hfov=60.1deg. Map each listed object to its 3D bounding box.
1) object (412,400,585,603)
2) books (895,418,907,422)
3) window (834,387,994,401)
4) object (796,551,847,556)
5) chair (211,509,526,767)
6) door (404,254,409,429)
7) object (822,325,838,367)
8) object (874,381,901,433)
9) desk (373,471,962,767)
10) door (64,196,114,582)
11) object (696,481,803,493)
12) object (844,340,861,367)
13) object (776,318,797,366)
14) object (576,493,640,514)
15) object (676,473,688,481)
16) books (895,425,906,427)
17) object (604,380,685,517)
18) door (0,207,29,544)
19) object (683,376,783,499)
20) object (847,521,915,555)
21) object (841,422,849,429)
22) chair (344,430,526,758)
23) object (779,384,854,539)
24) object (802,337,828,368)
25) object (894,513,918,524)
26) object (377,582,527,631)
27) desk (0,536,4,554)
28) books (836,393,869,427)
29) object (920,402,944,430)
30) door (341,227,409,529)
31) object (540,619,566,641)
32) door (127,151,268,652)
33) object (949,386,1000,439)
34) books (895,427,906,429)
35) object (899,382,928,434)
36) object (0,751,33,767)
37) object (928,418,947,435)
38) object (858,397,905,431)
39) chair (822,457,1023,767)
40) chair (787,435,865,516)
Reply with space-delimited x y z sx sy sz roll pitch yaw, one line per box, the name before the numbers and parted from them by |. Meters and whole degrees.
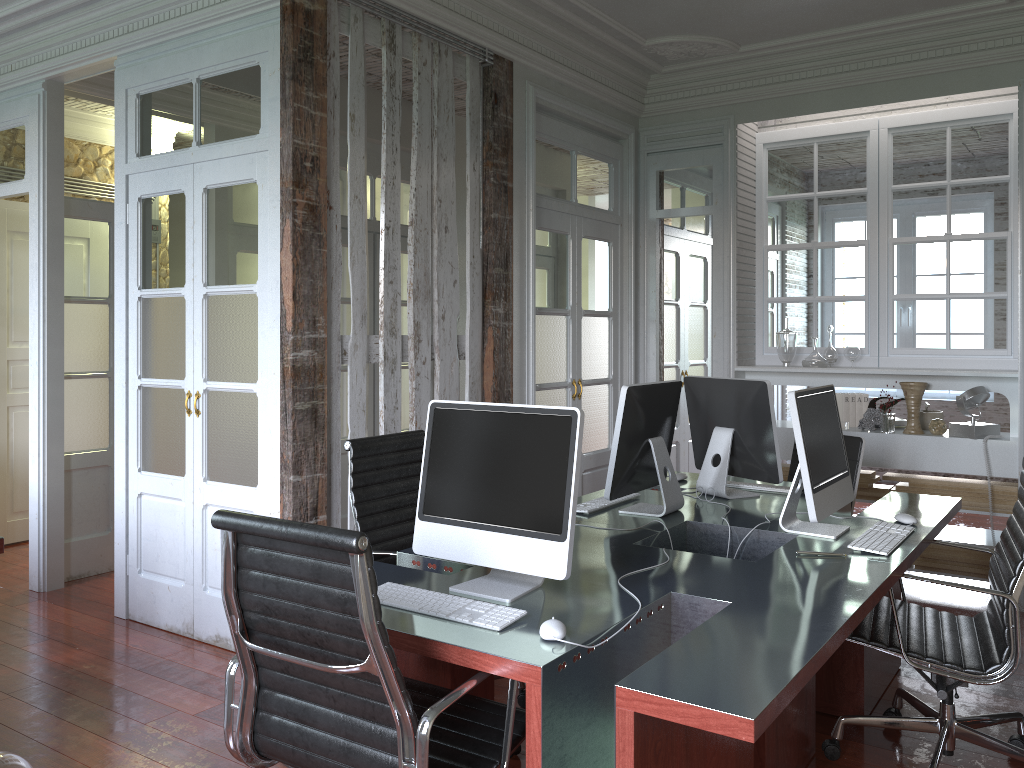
object | -0.030 0.293 2.318 0.484 0.485 0.189 1 1 34
books | 2.212 0.209 5.199 0.168 0.007 0.190 0 3 6
window | 3.726 -0.773 8.398 1.539 1.938 0.127 1 0 34
object | 0.930 0.510 2.661 0.149 0.011 0.011 1 2 10
chair | -0.321 0.772 2.033 0.665 1.023 0.699 1 1 38
door | -0.635 -0.086 7.866 0.041 2.085 1.077 0 1 34
object | 1.872 -0.210 5.212 0.088 0.271 0.088 0 0 29
object | 2.078 0.126 4.870 0.128 0.287 0.128 0 1 1
desk | 0.585 0.864 2.929 1.301 0.727 2.509 2 3 34
door | -2.952 0.018 5.145 1.187 2.182 0.482 0 0 8
object | 1.029 0.439 3.848 0.439 0.017 0.119 2 4 34
object | 1.992 -0.167 5.185 0.094 0.188 0.094 0 1 9
object | 1.649 -0.239 5.318 0.129 0.315 0.129 0 1 -31
object | 0.354 0.463 3.466 0.118 0.017 0.439 2 4 34
object | 0.762 0.422 4.039 0.059 0.028 0.106 2 3 33
books | 2.211 0.237 5.187 0.180 0.007 0.246 0 3 -1
object | 0.523 0.236 3.319 0.189 0.485 0.484 0 1 34
door | -3.187 -0.066 6.094 0.145 2.218 0.869 0 0 34
object | 0.890 0.216 3.677 0.189 0.485 0.484 0 2 -31
object | 1.198 0.495 2.860 0.118 0.017 0.439 2 4 34
object | 1.875 0.236 5.013 0.066 0.041 0.066 0 2 -8
chair | -0.248 0.710 3.144 0.699 1.023 0.666 1 1 29
object | 1.028 0.253 3.006 0.189 0.485 0.484 0 1 34
object | 1.760 -0.171 5.144 0.148 0.200 0.148 0 1 17
object | 1.388 0.473 3.127 0.059 0.028 0.106 0 3 -5
object | -0.176 0.535 2.149 0.439 0.017 0.119 2 4 34
desk | -2.964 0.892 3.111 1.713 0.654 1.447 2 3 34
books | 2.007 0.152 5.234 0.150 0.193 0.143 0 1 0
object | 2.366 0.184 5.035 0.159 0.153 0.216 1 2 19
door | -0.930 0.023 5.916 0.041 2.085 1.077 0 1 34
object | 0.091 0.540 1.958 0.059 0.028 0.106 0 3 3
door | -1.448 0.077 4.069 1.057 2.179 0.041 0 0 34
object | 2.443 0.145 4.687 0.188 0.272 0.167 0 1 -21
books | 2.211 0.246 5.187 0.180 0.011 0.246 0 3 -1
object | 2.198 0.131 4.848 0.143 0.278 0.143 -1 1 -42
object | -1.374 1.156 2.323 0.235 0.383 0.220 0 1 12
object | 2.300 0.230 4.785 0.091 0.087 0.093 -1 2 -19
object | 2.106 0.169 5.057 0.383 0.179 0.158 -2 2 -30
chair | 1.361 0.728 2.821 0.699 1.023 0.666 1 1 30
chair | 1.297 0.704 4.187 0.601 0.919 0.475 0 1 -26
